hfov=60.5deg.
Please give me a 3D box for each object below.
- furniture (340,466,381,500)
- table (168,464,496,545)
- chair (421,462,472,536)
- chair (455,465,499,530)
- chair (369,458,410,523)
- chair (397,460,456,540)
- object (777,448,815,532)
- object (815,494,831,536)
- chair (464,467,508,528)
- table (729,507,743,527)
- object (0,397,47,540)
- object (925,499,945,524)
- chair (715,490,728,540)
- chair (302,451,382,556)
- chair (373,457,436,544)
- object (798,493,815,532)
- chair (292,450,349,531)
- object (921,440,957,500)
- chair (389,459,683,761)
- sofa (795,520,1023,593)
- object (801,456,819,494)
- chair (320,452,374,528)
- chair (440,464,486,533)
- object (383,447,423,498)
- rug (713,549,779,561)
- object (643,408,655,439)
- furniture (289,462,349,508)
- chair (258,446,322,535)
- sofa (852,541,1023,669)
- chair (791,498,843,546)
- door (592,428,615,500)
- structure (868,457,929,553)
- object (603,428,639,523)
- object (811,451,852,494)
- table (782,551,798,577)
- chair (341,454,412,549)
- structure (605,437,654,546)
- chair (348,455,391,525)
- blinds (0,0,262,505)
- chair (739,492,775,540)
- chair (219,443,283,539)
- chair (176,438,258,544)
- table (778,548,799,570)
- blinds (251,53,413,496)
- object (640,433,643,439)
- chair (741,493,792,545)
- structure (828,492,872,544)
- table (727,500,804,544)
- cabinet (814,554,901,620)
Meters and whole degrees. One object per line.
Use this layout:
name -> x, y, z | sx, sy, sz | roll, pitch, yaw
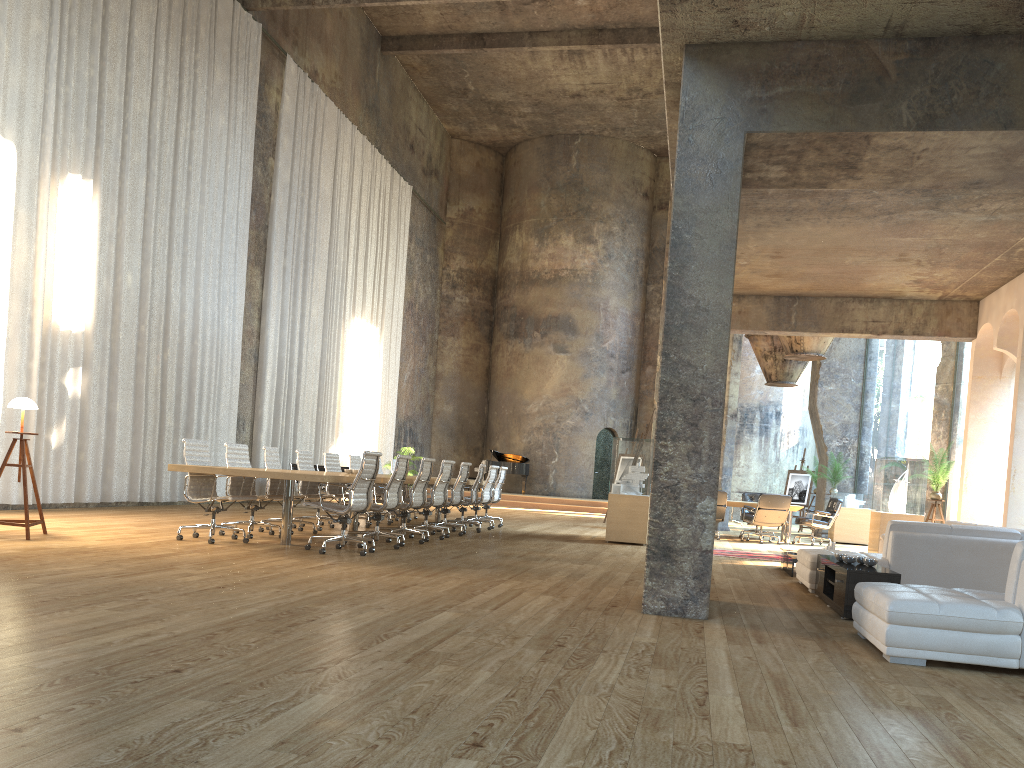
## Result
furniture -> -3.258, 2.313, 19.899 | 0.707, 0.841, 1.880 | 4, -5, 12
table -> -1.758, 1.634, 12.028 | 1.598, 0.757, 7.749 | 3, -6, 12
chair -> -0.943, 1.587, 12.288 | 0.697, 1.026, 0.667 | 4, -1, 17
chair -> -0.584, 1.797, 14.041 | 0.697, 1.026, 0.667 | 4, -1, 20
chair -> -1.966, 1.721, 14.253 | 0.697, 1.026, 0.667 | 4, -1, 15
chair -> -1.124, 1.484, 11.426 | 0.697, 1.026, 0.667 | 4, -1, 20
object -> 7.263, 2.674, 22.232 | 0.698, 2.149, 0.687 | 5, 1, 41
object -> 6.851, 2.823, 18.582 | 0.662, 0.973, 0.568 | 5, -1, -42
chair -> -0.443, 1.896, 14.895 | 0.697, 1.026, 0.667 | 4, -1, 17
table -> 5.194, 3.336, 22.581 | 1.867, 0.546, 0.945 | 3, -4, 12
object -> -4.477, 0.767, 8.047 | 0.661, 1.298, 0.568 | 4, 0, -45
object -> 6.435, 2.270, 13.587 | 0.661, 0.973, 0.569 | 4, 0, -24
chair -> 3.484, 2.338, 15.843 | 0.729, 0.893, 0.823 | 4, -2, 6
chair -> -1.682, 1.161, 8.716 | 0.697, 1.026, 0.667 | 4, -1, 18
chair -> -1.304, 1.379, 10.545 | 0.697, 1.026, 0.667 | 4, -1, 17
object -> 7.283, 3.113, 21.061 | 0.658, 0.973, 0.571 | 4, 0, 6
chair -> -2.510, 1.406, 11.610 | 0.697, 1.026, 0.667 | 4, -1, 17
object -> 6.563, 1.325, 13.552 | 0.687, 0.940, 0.861 | 4, -2, 3
chair -> 0.988, 1.967, 14.553 | 12.927, 1.031, 31.647 | 3, -6, 12
sofa -> 4.003, 1.763, 9.213 | 2.060, 0.721, 2.942 | 3, -6, 12
object -> 7.299, 2.164, 21.068 | 0.685, 0.940, 0.864 | 3, -2, 33
chair -> -2.329, 1.509, 12.473 | 0.697, 1.026, 0.667 | 4, -1, 20
chair -> -0.749, 1.697, 13.201 | 0.698, 1.026, 0.667 | 4, -1, 11
object -> -2.872, 2.404, 23.417 | 1.091, 1.458, 1.131 | 4, -1, 3
rug -> 3.961, 2.425, 12.164 | 2.458, 0.009, 1.352 | 3, -6, 12
object -> 1.958, 1.436, 13.989 | 0.683, 2.149, 0.701 | 4, 1, 11
furniture -> -3.741, 2.033, 17.560 | 0.707, 0.841, 1.880 | 4, -5, 12
chair -> -2.688, 1.298, 10.694 | 0.698, 1.026, 0.667 | 4, -1, 11
sofa -> 3.153, 1.272, 5.095 | 2.064, 0.721, 1.076 | 3, -4, 11
chair -> 5.575, 2.517, 16.145 | 0.820, 0.893, 0.731 | 4, -1, 6
door -> 2.905, 2.531, 27.973 | 0.906, 2.299, 0.091 | 4, 2, -30
structure -> 5.797, 1.899, 13.229 | 0.593, 1.549, 0.744 | 4, 0, 12
object -> 2.534, 2.008, 19.056 | 0.697, 2.149, 0.687 | 5, 1, 44
object -> 6.782, 1.876, 18.662 | 0.857, 0.941, 0.690 | 4, -1, 15
table -> 3.525, 2.071, 9.964 | 0.789, 0.202, 1.115 | 3, -6, 12
chair -> -1.488, 1.272, 9.645 | 0.697, 1.026, 0.667 | 4, -1, 15
structure -> 1.778, 1.605, 13.119 | 0.593, 1.549, 0.744 | 4, 0, 12
chair -> -2.150, 1.614, 13.354 | 0.697, 1.026, 0.667 | 4, -1, 17
blinds -> -5.616, -2.630, 12.263 | 0.274, 8.648, 7.855 | 4, -2, 13
chair -> 4.775, 2.560, 17.090 | 0.728, 0.893, 0.824 | 4, -2, 13
chair -> -2.862, 1.197, 9.855 | 0.697, 1.026, 0.667 | 4, -1, 20
chair -> -3.008, 1.098, 9.003 | 0.697, 1.026, 0.667 | 4, -1, 17
table -> 3.601, 2.092, 10.325 | 0.858, 0.246, 0.371 | 3, -4, 12
blinds -> -3.865, -1.620, 20.732 | 0.274, 8.648, 7.855 | 4, -2, 13
object -> 2.813, 2.224, 20.928 | 0.681, 2.149, 0.704 | 5, 1, 38
chair -> 4.478, 2.390, 15.669 | 0.731, 0.893, 0.820 | 4, -2, -14
structure -> 6.786, 2.689, 17.564 | 0.734, 1.015, 0.745 | 4, -1, 12
table -> 4.114, 2.541, 16.450 | 2.405, 0.700, 1.109 | 3, -4, 12
cabinet -> 2.746, 1.632, 7.116 | 0.395, 0.369, 1.569 | 4, -6, 12
